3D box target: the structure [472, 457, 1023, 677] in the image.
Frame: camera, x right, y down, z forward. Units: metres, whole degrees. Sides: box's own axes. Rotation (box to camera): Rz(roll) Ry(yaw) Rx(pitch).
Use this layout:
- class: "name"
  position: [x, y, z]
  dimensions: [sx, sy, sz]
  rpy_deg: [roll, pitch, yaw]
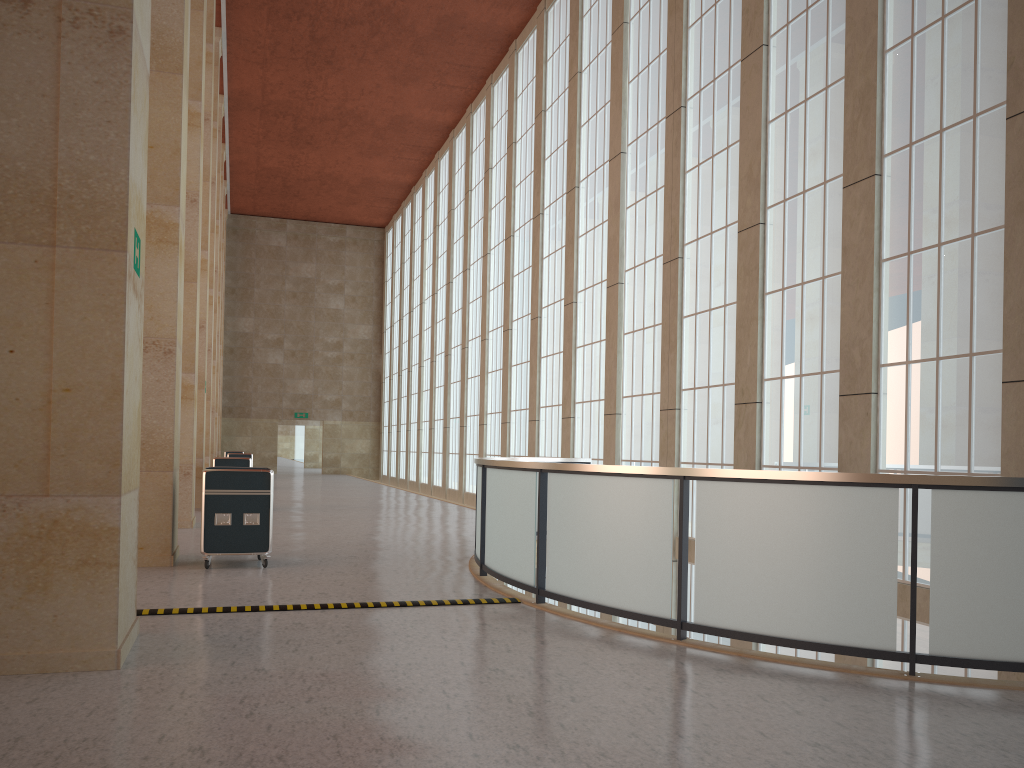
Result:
- class: "structure"
  position: [2.386, 2.029, 12.542]
  dimensions: [5.250, 1.792, 13.094]
  rpy_deg: [3, -5, -28]

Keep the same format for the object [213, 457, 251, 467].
- class: "object"
  position: [-8.215, 2.920, 25.955]
  dimensions: [1.056, 1.540, 1.274]
  rpy_deg: [2, -2, -17]

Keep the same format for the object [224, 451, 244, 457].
- class: "object"
  position: [-16.134, 4.667, 51.349]
  dimensions: [1.056, 1.540, 1.274]
  rpy_deg: [2, -2, -17]

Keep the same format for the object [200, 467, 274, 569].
- class: "object"
  position: [-4.389, 2.110, 14.137]
  dimensions: [1.056, 1.540, 1.274]
  rpy_deg: [2, -2, -17]

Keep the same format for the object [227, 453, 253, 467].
- class: "object"
  position: [-11.974, 3.818, 38.927]
  dimensions: [1.056, 1.540, 1.274]
  rpy_deg: [2, -2, -17]

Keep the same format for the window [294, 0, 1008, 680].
- class: "window"
  position: [-13.497, 4.242, 76.202]
  dimensions: [0.010, 28.604, 165.168]
  rpy_deg: [1, -4, -17]
